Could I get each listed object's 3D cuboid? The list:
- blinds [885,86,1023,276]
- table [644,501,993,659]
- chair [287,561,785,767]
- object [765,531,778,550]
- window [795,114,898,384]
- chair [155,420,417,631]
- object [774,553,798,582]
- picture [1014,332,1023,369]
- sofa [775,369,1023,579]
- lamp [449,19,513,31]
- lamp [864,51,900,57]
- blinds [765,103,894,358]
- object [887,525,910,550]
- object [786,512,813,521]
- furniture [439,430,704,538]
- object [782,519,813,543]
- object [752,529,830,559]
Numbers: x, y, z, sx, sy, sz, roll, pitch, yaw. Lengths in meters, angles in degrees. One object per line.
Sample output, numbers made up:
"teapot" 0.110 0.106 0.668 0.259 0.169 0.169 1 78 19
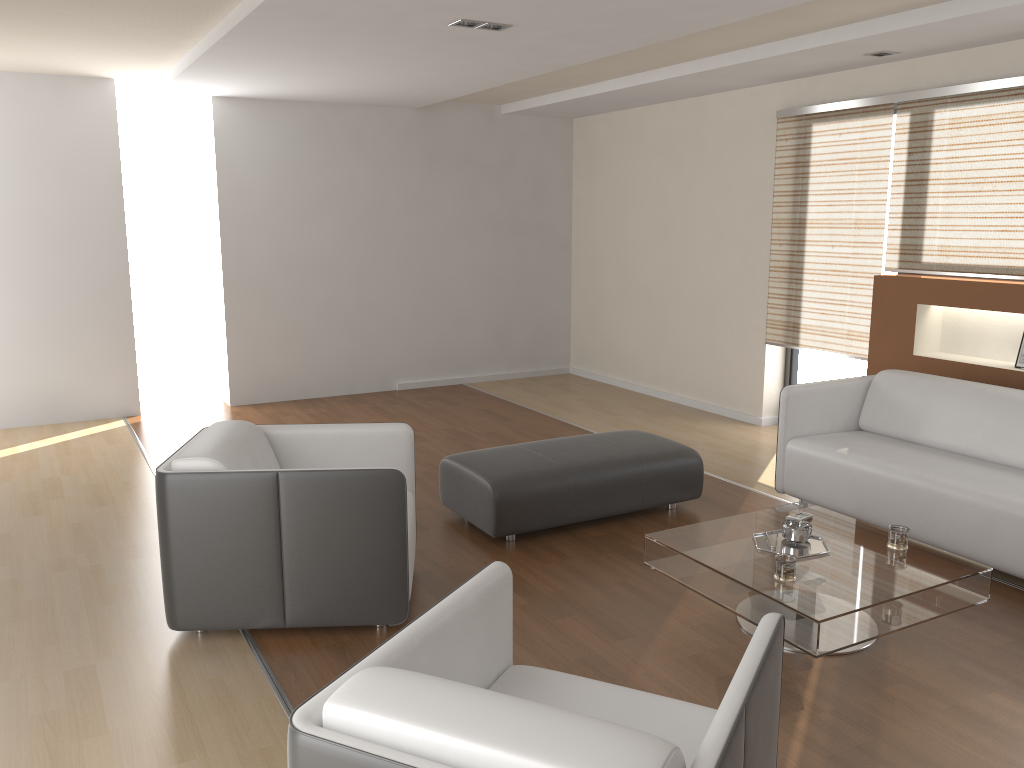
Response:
"blinds" 2.729 -1.128 4.958 0.001 1.044 1.432 -6 12 -28
"table" 1.149 0.788 3.444 0.900 0.300 0.900 -6 12 -28
"chair" 0.106 0.870 1.896 0.767 0.706 0.919 5 12 26
"object" 1.021 0.609 3.478 0.051 0.035 0.147 2 11 12
"window" 2.373 -0.808 6.244 0.010 2.093 0.889 -6 12 -28
"chair" -0.869 0.525 3.626 0.919 0.661 0.767 -1 11 -4
"object" 0.970 0.652 3.146 0.079 0.077 0.079 -9 14 -40
"picture" 2.907 -0.189 4.917 0.133 0.216 0.159 -7 13 -34
"sofa" 2.396 0.428 4.136 0.919 0.661 2.238 -6 12 -28
"lamp" -0.156 -1.838 4.438 0.291 0.087 0.146 -6 12 -28
"lamp" 2.178 -1.984 5.218 0.146 0.087 0.146 -6 12 -28
"blinds" 2.134 -1.034 6.067 0.001 1.635 0.980 -6 12 -28
"object" 1.499 0.596 3.442 0.079 0.077 0.079 -9 14 -40
"object" 1.220 0.563 3.753 0.064 0.029 0.158 9 14 41
"furniture" 0.322 0.489 4.768 1.291 0.301 0.685 -6 12 -28
"object" 1.128 0.580 3.511 0.118 0.079 0.117 -4 11 -22
"object" 1.089 0.624 3.470 0.315 0.011 0.273 -4 11 -22
